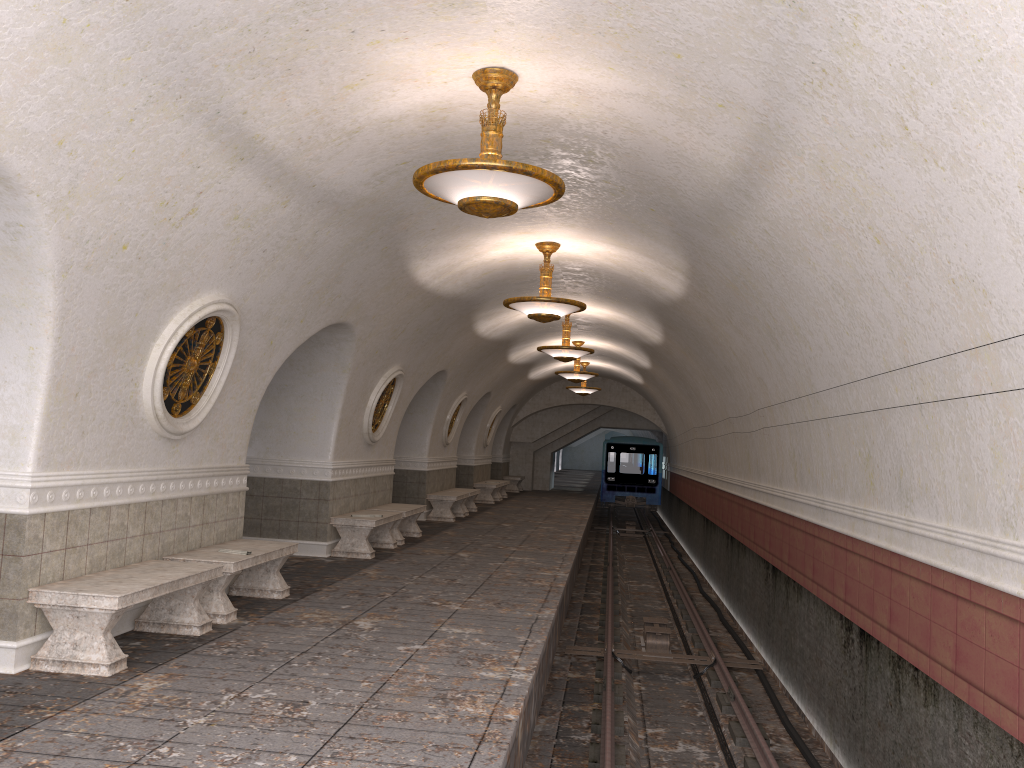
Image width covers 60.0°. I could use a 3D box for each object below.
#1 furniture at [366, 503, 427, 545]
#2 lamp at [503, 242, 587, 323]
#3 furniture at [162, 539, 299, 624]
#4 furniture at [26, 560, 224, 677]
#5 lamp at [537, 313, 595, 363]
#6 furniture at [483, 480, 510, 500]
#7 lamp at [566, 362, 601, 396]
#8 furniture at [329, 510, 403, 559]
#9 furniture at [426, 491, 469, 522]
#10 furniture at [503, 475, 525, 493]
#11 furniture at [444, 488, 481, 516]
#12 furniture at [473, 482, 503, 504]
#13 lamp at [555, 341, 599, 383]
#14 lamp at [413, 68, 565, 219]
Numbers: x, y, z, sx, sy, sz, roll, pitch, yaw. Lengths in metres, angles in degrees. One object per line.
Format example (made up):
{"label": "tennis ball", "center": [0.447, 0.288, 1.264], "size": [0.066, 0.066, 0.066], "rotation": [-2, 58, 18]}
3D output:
{"label": "furniture", "center": [-1.804, 2.178, 13.873], "size": [0.613, 0.508, 1.509], "rotation": [3, -4, 7]}
{"label": "lamp", "center": [0.408, -1.207, 10.700], "size": [1.008, 0.955, 1.008], "rotation": [4, -4, -9]}
{"label": "furniture", "center": [-2.477, 1.731, 7.919], "size": [0.613, 0.508, 1.509], "rotation": [3, -4, 7]}
{"label": "furniture", "center": [-2.666, 1.606, 6.252], "size": [0.613, 0.508, 1.509], "rotation": [3, -4, 7]}
{"label": "lamp", "center": [0.950, -0.847, 15.485], "size": [1.008, 0.955, 1.008], "rotation": [1, -4, 23]}
{"label": "furniture", "center": [-0.460, 3.071, 25.747], "size": [0.613, 0.508, 1.509], "rotation": [3, -4, 7]}
{"label": "lamp", "center": [2.033, -0.128, 25.056], "size": [1.008, 0.955, 1.008], "rotation": [6, -5, -37]}
{"label": "furniture", "center": [-1.992, 2.053, 12.207], "size": [0.613, 0.508, 1.509], "rotation": [3, -4, 7]}
{"label": "furniture", "center": [-1.317, 2.502, 18.173], "size": [0.613, 0.508, 1.509], "rotation": [3, -4, 7]}
{"label": "furniture", "center": [0.058, 3.415, 30.326], "size": [0.613, 0.508, 1.509], "rotation": [3, -4, 7]}
{"label": "furniture", "center": [-1.128, 2.627, 19.839], "size": [0.613, 0.508, 1.509], "rotation": [3, -4, 7]}
{"label": "furniture", "center": [-0.648, 2.946, 24.081], "size": [0.613, 0.508, 1.509], "rotation": [3, -4, 7]}
{"label": "lamp", "center": [1.491, -0.488, 20.270], "size": [1.008, 0.955, 1.008], "rotation": [1, -4, 23]}
{"label": "lamp", "center": [-0.137, -1.569, 5.881], "size": [1.008, 0.955, 1.008], "rotation": [4, -4, -9]}
